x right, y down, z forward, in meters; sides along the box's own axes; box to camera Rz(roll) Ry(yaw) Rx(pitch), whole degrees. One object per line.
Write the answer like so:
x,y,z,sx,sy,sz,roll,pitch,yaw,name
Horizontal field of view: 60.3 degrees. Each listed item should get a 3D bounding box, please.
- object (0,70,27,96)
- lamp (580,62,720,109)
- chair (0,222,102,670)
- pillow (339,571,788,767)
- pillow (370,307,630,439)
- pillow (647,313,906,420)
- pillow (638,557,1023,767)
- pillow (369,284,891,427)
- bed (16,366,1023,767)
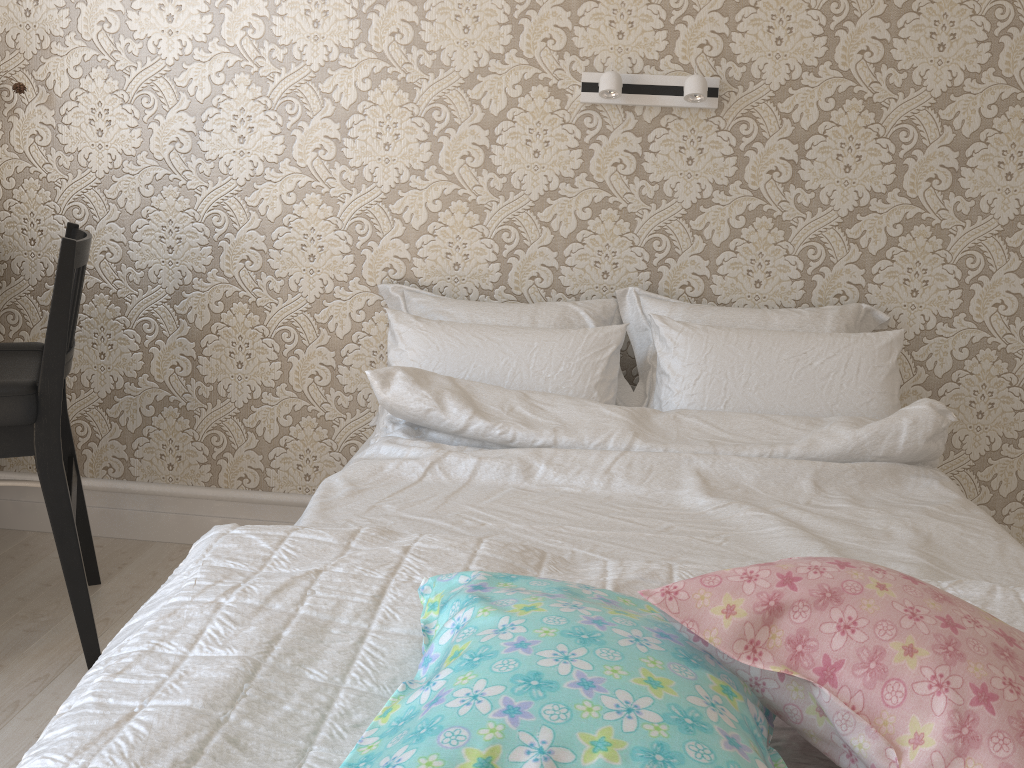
-1.456,-0.655,2.091,0.542,0.591,0.322,-2,10,-25,object
0.325,-0.702,2.063,0.324,0.092,0.117,4,11,4,lamp
-1.087,0.112,1.788,0.458,0.850,0.463,-1,10,-26,chair
0.060,0.289,0.725,0.382,0.166,0.368,5,12,9,pillow
-0.028,0.007,1.949,0.561,0.300,0.207,4,9,4,pillow
0.569,0.025,1.904,0.564,0.304,0.205,4,9,4,pillow
0.343,0.267,0.790,0.397,0.199,0.356,12,15,36,pillow
0.266,-0.037,2.047,1.253,0.350,0.315,4,10,4,pillow
0.174,0.421,1.223,1.953,0.622,2.248,4,13,4,bed
